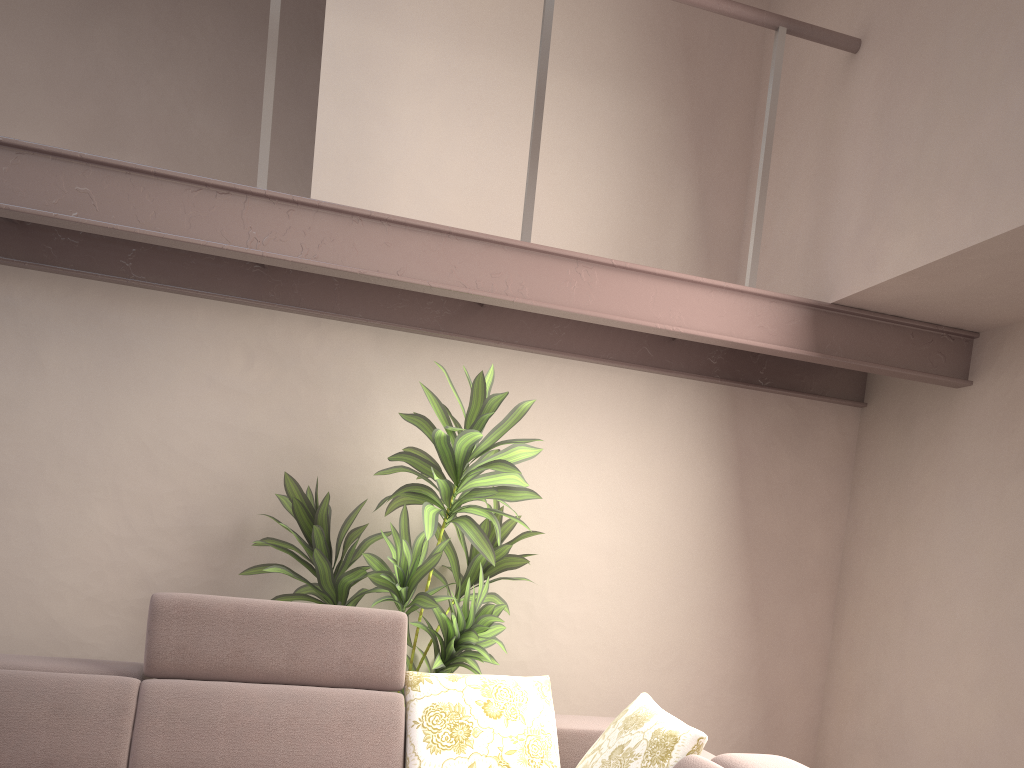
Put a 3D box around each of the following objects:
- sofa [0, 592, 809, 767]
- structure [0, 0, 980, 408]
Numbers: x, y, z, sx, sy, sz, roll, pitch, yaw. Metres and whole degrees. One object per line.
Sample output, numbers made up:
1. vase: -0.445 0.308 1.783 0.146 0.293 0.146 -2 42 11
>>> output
1. sofa: -0.724 1.023 2.065 3.185 0.947 2.155 8 -8 -15
2. structure: -1.363 -0.273 1.572 7.264 3.243 3.755 8 -4 -15
